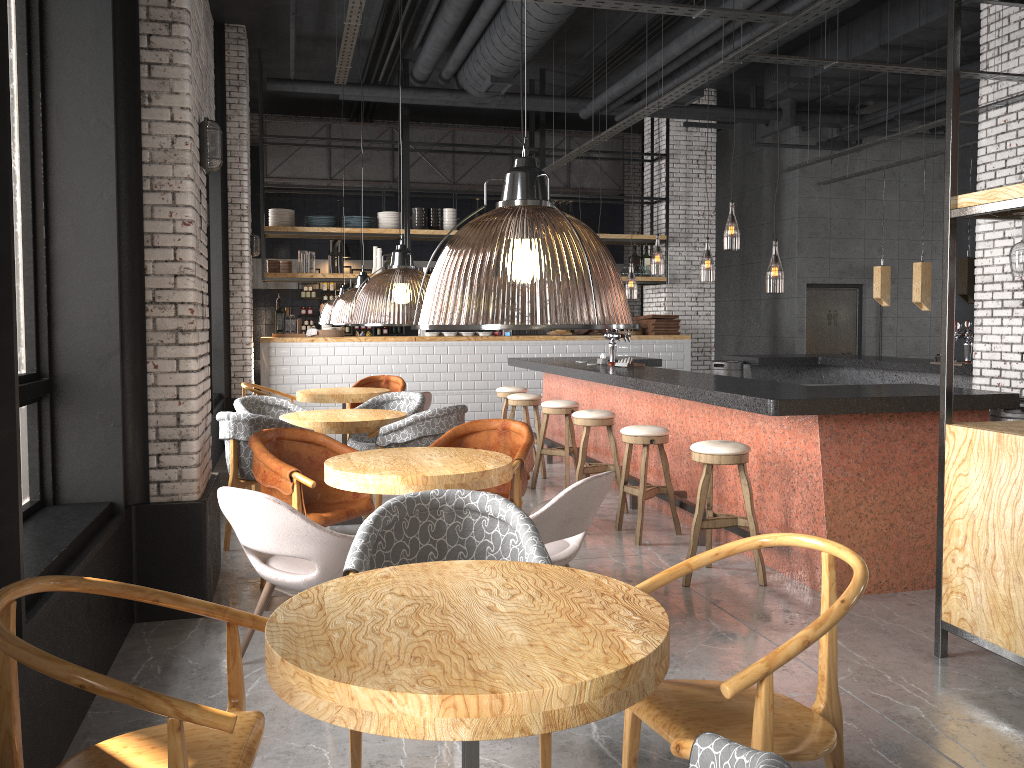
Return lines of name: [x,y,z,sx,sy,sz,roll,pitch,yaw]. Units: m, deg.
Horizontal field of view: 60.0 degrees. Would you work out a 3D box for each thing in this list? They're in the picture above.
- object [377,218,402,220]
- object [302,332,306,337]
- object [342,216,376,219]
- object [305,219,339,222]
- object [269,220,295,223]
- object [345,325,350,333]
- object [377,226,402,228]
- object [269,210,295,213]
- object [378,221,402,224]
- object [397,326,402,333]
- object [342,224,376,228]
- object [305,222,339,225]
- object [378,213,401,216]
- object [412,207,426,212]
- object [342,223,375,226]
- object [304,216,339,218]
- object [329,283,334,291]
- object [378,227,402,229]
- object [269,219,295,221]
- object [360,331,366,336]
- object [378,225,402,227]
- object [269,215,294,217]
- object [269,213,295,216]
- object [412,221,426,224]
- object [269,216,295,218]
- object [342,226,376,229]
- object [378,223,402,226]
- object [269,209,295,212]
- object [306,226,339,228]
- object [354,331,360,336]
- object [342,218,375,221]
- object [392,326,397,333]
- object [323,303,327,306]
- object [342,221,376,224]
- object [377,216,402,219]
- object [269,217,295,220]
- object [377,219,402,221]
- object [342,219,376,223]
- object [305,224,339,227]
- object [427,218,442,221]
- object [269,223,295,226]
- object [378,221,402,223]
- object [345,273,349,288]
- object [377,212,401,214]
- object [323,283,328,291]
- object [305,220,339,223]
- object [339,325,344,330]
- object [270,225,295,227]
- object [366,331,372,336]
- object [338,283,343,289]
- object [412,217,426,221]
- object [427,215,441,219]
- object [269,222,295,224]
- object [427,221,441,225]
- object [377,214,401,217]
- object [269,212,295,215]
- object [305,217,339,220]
object: [-1.672,-2.241,12.126,0.334,0.042,0.335,-2,5,-30]
object: [-3.495,-0.828,14.818,0.085,0.111,0.119,2,4,35]
object: [-2.080,-2.238,12.024,0.454,0.039,0.454,0,4,5]
object: [-2.554,-2.182,11.907,0.454,0.043,0.454,-1,4,-9]
object: [-3.059,-2.140,11.785,0.334,0.044,0.335,3,5,42]
object: [-2.786,-0.994,14.989,0.079,0.280,0.079,3,4,45]
object: [-1.671,-2.128,12.133,0.335,0.045,0.334,-3,5,-33]
object: [-3.058,-2.272,11.778,0.335,0.041,0.335,-1,4,-18]
object: [-1.672,-2.186,12.130,0.335,0.039,0.335,3,5,42]
object: [-1.931,-1.011,15.205,0.079,0.280,0.079,-1,3,-10]
object: [-2.079,-2.121,12.030,0.454,0.045,0.454,-3,5,-39]
object: [-2.555,-2.135,11.910,0.454,0.044,0.454,-1,4,-19]
object: [-1.672,-2.299,12.123,0.335,0.039,0.335,-3,5,-39]
object: [-1.284,-2.371,12.223,0.196,0.105,0.197,0,4,7]
object: [-2.080,-2.145,12.028,0.454,0.042,0.454,3,5,36]
object: [-2.554,-2.230,11.904,0.454,0.050,0.454,0,4,-1]
object: [-3.027,-1.643,14.880,0.079,0.156,0.079,-2,3,-29]
object: [-1.671,-2.108,12.133,0.335,0.033,0.335,2,4,24]
object: [-3.058,-2.159,11.782,0.335,0.042,0.335,3,5,36]
object: [-2.535,-0.846,15.057,0.092,0.108,0.105,0,3,-3]
object: [-1.671,-2.147,12.131,0.335,0.037,0.335,3,5,42]
object: [-3.057,-2.213,11.780,0.334,0.038,0.335,0,4,7]
object: [-3.058,-2.232,11.779,0.335,0.034,0.335,-3,5,-38]
object: [-1.283,-2.194,12.232,0.196,0.104,0.196,3,5,40]
object: [-3.059,-2.194,11.781,0.334,0.043,0.335,2,4,25]
object: [-2.080,-2.097,12.031,0.454,0.033,0.454,-1,4,-6]
object: [-1.672,-2.167,12.130,0.335,0.040,0.335,3,5,40]
object: [-3.058,-2.291,11.777,0.335,0.039,0.335,-2,4,-23]
object: [-2.554,-2.088,11.913,0.454,0.033,0.454,-1,4,-6]
object: [-2.627,-0.846,15.032,0.092,0.112,0.100,-2,4,-28]
object: [-2.079,-2.216,12.024,0.454,0.050,0.454,-3,5,-38]
object: [-2.018,-1.010,15.180,0.079,0.280,0.079,0,3,5]
object: [-3.130,-1.317,14.883,0.092,0.112,0.100,-2,4,-28]
object: [-2.080,-2.168,12.027,0.454,0.038,0.454,-1,4,-13]
object: [-1.672,-2.260,12.126,0.335,0.041,0.335,-4,6,-45]
object: [-3.059,-2.178,11.782,0.334,0.038,0.335,1,4,11]
object: [-1.672,-2.221,12.127,0.334,0.039,0.335,-1,4,-6]
object: [-2.080,-2.191,12.027,0.454,0.037,0.454,2,5,30]
object: [-2.554,-2.112,11.911,0.454,0.043,0.454,-1,4,-11]
object: [-1.073,-2.242,12.277,0.196,0.107,0.196,-4,5,-42]
object: [-3.059,-2.101,11.786,0.334,0.042,0.335,2,4,24]
object: [-1.671,-2.206,12.127,0.335,0.040,0.335,2,5,31]
object: [-2.793,-1.734,14.953,0.079,0.280,0.079,-2,4,-35]
object: [-1.672,-2.318,12.123,0.335,0.039,0.335,-3,5,-40]
object: [-3.132,-1.641,14.853,0.079,0.156,0.079,1,3,16]
object: [-2.554,-2.159,11.910,0.454,0.038,0.454,-3,5,-37]
object: [-2.878,-0.993,14.966,0.079,0.280,0.079,0,3,-5]
object: [-3.058,-2.081,11.787,0.335,0.033,0.335,2,4,24]
object: [-2.431,-0.848,15.082,0.107,0.108,0.089,2,4,36]
object: [-2.884,-1.732,14.931,0.079,0.280,0.079,-1,3,-10]
object: [-1.282,-2.238,12.230,0.196,0.102,0.197,1,4,15]
object: [-1.076,-2.286,12.276,0.196,0.102,0.197,0,4,-4]
object: [-3.058,-2.120,11.784,0.335,0.039,0.335,-2,4,-27]
object: [-1.076,-2.198,12.284,0.196,0.101,0.197,0,4,5]
object: [-1.672,-2.280,12.125,0.335,0.044,0.334,-4,5,-43]
object: [-3.059,-2.252,11.778,0.335,0.040,0.335,-2,4,-24]
object: [-2.555,-2.206,11.906,0.454,0.047,0.454,-1,4,-17]
